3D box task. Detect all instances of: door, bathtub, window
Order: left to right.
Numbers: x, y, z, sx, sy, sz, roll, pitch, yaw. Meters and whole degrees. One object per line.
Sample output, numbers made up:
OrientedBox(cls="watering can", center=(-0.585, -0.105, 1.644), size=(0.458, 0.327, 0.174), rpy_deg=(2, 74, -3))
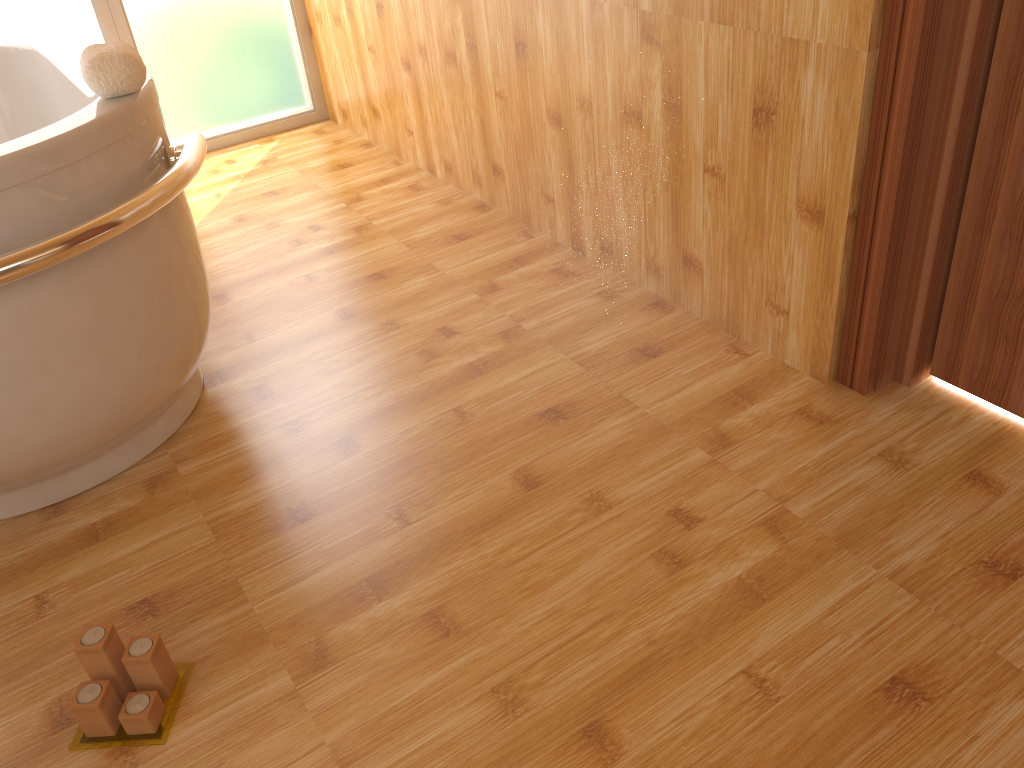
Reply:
OrientedBox(cls="window", center=(-1.753, -1.555, 2.730), size=(0.587, 1.900, 0.010), rpy_deg=(-24, 38, -24))
OrientedBox(cls="bathtub", center=(-1.291, -0.471, 2.031), size=(0.977, 0.900, 1.946), rpy_deg=(-22, 37, -22))
OrientedBox(cls="window", center=(-1.176, -1.814, 3.010), size=(0.596, 1.900, 0.010), rpy_deg=(-24, 38, -24))
OrientedBox(cls="door", center=(0.944, -0.669, 0.915), size=(0.106, 2.001, 0.823), rpy_deg=(-25, 38, -24))

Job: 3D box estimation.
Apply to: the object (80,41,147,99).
OrientedBox(cls="object", center=(-0.698, -0.552, 1.553), size=(0.105, 0.077, 0.166), rpy_deg=(-19, 36, -17))

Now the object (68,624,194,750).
OrientedBox(cls="object", center=(-0.566, 0.423, 1.279), size=(0.141, 0.131, 0.141), rpy_deg=(-5, 34, 3))
